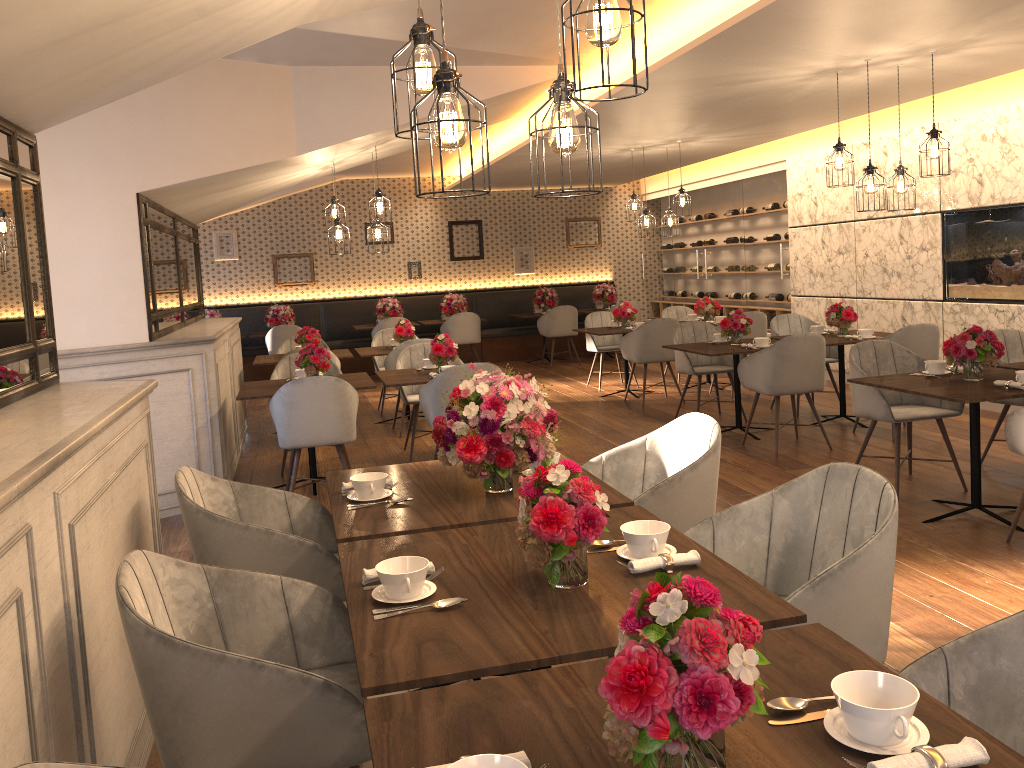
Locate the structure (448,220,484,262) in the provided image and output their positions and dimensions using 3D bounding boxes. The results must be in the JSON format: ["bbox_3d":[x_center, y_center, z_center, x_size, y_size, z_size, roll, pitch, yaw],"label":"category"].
[{"bbox_3d":[-0.721,-2.252,13.905,0.544,0.629,0.035,-5,4,-14],"label":"structure"}]

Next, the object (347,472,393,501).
[{"bbox_3d":[-0.471,0.342,2.929,0.148,0.072,0.149,1,8,29],"label":"object"}]

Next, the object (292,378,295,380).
[{"bbox_3d":[-1.595,-0.028,6.460,0.022,0.004,0.212,-5,8,-13],"label":"object"}]

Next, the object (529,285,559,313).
[{"bbox_3d":[0.504,-1.259,13.226,0.405,0.423,0.422,0,7,29],"label":"object"}]

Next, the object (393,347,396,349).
[{"bbox_3d":[-1.096,-0.327,8.366,0.056,0.039,0.176,-5,8,-13],"label":"object"}]

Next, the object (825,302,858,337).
[{"bbox_3d":[2.752,-0.549,7.368,0.234,0.300,0.306,-4,6,-12],"label":"object"}]

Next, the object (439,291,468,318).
[{"bbox_3d":[-0.845,-1.137,12.886,0.420,0.423,0.407,-4,6,-11],"label":"object"}]

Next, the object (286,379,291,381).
[{"bbox_3d":[-1.631,-0.031,6.458,0.043,0.015,0.198,-6,8,-17],"label":"object"}]

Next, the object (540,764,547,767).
[{"bbox_3d":[-0.043,0.566,1.238,0.193,0.024,0.025,-5,6,-14],"label":"object"}]

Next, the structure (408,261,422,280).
[{"bbox_3d":[-1.507,-1.762,13.740,0.216,0.276,0.018,-5,4,-14],"label":"structure"}]

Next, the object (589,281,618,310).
[{"bbox_3d":[1.412,-1.343,13.458,0.405,0.423,0.422,0,7,30],"label":"object"}]

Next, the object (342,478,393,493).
[{"bbox_3d":[-0.498,0.345,3.040,0.176,0.039,0.056,-5,7,-14],"label":"object"}]

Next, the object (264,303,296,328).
[{"bbox_3d":[-3.226,-0.923,12.320,0.420,0.423,0.406,-6,6,-25],"label":"object"}]

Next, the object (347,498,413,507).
[{"bbox_3d":[-0.425,0.383,2.862,0.211,0.004,0.022,-5,8,-14],"label":"object"}]

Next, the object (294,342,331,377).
[{"bbox_3d":[-1.394,-0.150,6.160,0.235,0.300,0.305,-8,7,-38],"label":"object"}]

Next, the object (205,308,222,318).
[{"bbox_3d":[-4.146,-0.841,12.103,0.405,0.423,0.422,0,7,29],"label":"object"}]

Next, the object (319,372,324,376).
[{"bbox_3d":[-1.417,-0.065,6.530,0.056,0.039,0.176,-5,8,-13],"label":"object"}]

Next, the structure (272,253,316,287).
[{"bbox_3d":[-3.274,-1.714,13.297,0.601,0.483,0.032,-5,5,-14],"label":"structure"}]

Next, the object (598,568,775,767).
[{"bbox_3d":[0.249,0.406,1.238,0.234,0.300,0.307,0,7,34],"label":"object"}]

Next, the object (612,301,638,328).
[{"bbox_3d":[1.229,-0.755,9.575,0.306,0.300,0.234,-8,7,-36],"label":"object"}]

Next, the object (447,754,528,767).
[{"bbox_3d":[-0.034,0.552,1.157,0.148,0.072,0.149,1,8,29],"label":"object"}]

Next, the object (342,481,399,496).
[{"bbox_3d":[-0.480,0.355,3.010,0.193,0.024,0.025,-5,6,-14],"label":"object"}]

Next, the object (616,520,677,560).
[{"bbox_3d":[0.333,0.392,2.203,0.148,0.072,0.149,1,8,29],"label":"object"}]

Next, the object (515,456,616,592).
[{"bbox_3d":[0.123,0.309,2.047,0.234,0.300,0.307,-3,6,6],"label":"object"}]

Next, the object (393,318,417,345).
[{"bbox_3d":[-1.042,-0.499,8.642,0.234,0.300,0.307,-3,6,6],"label":"object"}]

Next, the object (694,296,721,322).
[{"bbox_3d":[2.156,-0.834,9.768,0.305,0.300,0.235,-2,6,8],"label":"object"}]

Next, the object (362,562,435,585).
[{"bbox_3d":[-0.275,0.453,2.137,0.176,0.039,0.056,-5,7,-14],"label":"object"}]

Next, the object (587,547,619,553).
[{"bbox_3d":[0.291,0.419,2.275,0.211,0.004,0.022,-5,8,-14],"label":"object"}]

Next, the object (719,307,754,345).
[{"bbox_3d":[1.822,-0.470,7.172,0.306,0.300,0.234,-8,7,-36],"label":"object"}]

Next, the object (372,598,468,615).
[{"bbox_3d":[-0.202,0.490,1.958,0.211,0.004,0.022,-5,8,-14],"label":"object"}]

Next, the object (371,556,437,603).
[{"bbox_3d":[-0.248,0.449,2.025,0.148,0.072,0.149,1,8,29],"label":"object"}]

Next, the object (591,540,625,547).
[{"bbox_3d":[0.289,0.409,2.310,0.197,0.015,0.043,-6,8,-17],"label":"object"}]

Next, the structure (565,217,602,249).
[{"bbox_3d":[1.164,-2.452,14.352,0.601,0.483,0.032,-5,5,-14],"label":"structure"}]

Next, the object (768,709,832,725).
[{"bbox_3d":[0.505,0.522,1.407,0.211,0.004,0.022,-5,8,-14],"label":"object"}]

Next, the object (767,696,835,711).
[{"bbox_3d":[0.503,0.512,1.442,0.197,0.015,0.043,-6,8,-17],"label":"object"}]

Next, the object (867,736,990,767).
[{"bbox_3d":[0.576,0.525,1.226,0.176,0.039,0.056,-5,7,-14],"label":"object"}]

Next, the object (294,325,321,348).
[{"bbox_3d":[-1.949,-0.416,8.410,0.235,0.300,0.305,-8,7,-38],"label":"object"}]

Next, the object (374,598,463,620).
[{"bbox_3d":[-0.201,0.489,1.922,0.197,0.015,0.043,-6,8,-17],"label":"object"}]

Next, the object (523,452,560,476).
[{"bbox_3d":[0.110,0.285,3.107,0.148,0.072,0.149,1,8,29],"label":"object"}]

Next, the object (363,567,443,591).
[{"bbox_3d":[-0.257,0.463,2.106,0.193,0.024,0.025,-5,6,-14],"label":"object"}]

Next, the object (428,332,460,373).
[{"bbox_3d":[-0.487,-0.233,6.392,0.234,0.300,0.307,-3,6,6],"label":"object"}]

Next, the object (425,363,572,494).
[{"bbox_3d":[-0.053,0.140,2.926,0.420,0.423,0.406,-6,6,-25],"label":"object"}]

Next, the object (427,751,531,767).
[{"bbox_3d":[-0.061,0.555,1.268,0.176,0.039,0.056,-5,7,-14],"label":"object"}]

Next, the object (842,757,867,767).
[{"bbox_3d":[0.559,0.528,1.257,0.193,0.024,0.025,-5,6,-14],"label":"object"}]

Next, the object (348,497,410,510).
[{"bbox_3d":[-0.424,0.381,2.826,0.197,0.015,0.043,-6,8,-17],"label":"object"}]

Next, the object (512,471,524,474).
[{"bbox_3d":[0.068,0.312,3.178,0.211,0.004,0.022,-5,8,-14],"label":"object"}]

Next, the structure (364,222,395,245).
[{"bbox_3d":[-2.032,-2.310,13.579,0.449,0.343,0.016,-5,5,-14],"label":"structure"}]

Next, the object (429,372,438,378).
[{"bbox_3d":[-0.541,-0.061,6.116,0.056,0.039,0.176,-5,8,-13],"label":"object"}]

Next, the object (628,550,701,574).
[{"bbox_3d":[0.362,0.422,2.094,0.176,0.039,0.056,-5,7,-14],"label":"object"}]

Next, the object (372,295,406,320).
[{"bbox_3d":[-1.771,-1.066,12.765,0.405,0.423,0.422,0,7,30],"label":"object"}]

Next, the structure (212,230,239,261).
[{"bbox_3d":[-4.219,-2.045,13.043,0.340,0.438,0.035,-5,4,-14],"label":"structure"}]

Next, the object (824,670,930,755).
[{"bbox_3d":[0.547,0.495,1.335,0.148,0.072,0.149,1,8,29],"label":"object"}]

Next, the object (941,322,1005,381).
[{"bbox_3d":[2.438,-0.174,4.675,0.305,0.300,0.235,-1,6,19],"label":"object"}]

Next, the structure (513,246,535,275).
[{"bbox_3d":[0.193,-1.971,14.140,0.340,0.438,0.035,-5,4,-14],"label":"structure"}]

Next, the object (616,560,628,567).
[{"bbox_3d":[0.344,0.425,2.125,0.193,0.024,0.025,-5,6,-14],"label":"object"}]
